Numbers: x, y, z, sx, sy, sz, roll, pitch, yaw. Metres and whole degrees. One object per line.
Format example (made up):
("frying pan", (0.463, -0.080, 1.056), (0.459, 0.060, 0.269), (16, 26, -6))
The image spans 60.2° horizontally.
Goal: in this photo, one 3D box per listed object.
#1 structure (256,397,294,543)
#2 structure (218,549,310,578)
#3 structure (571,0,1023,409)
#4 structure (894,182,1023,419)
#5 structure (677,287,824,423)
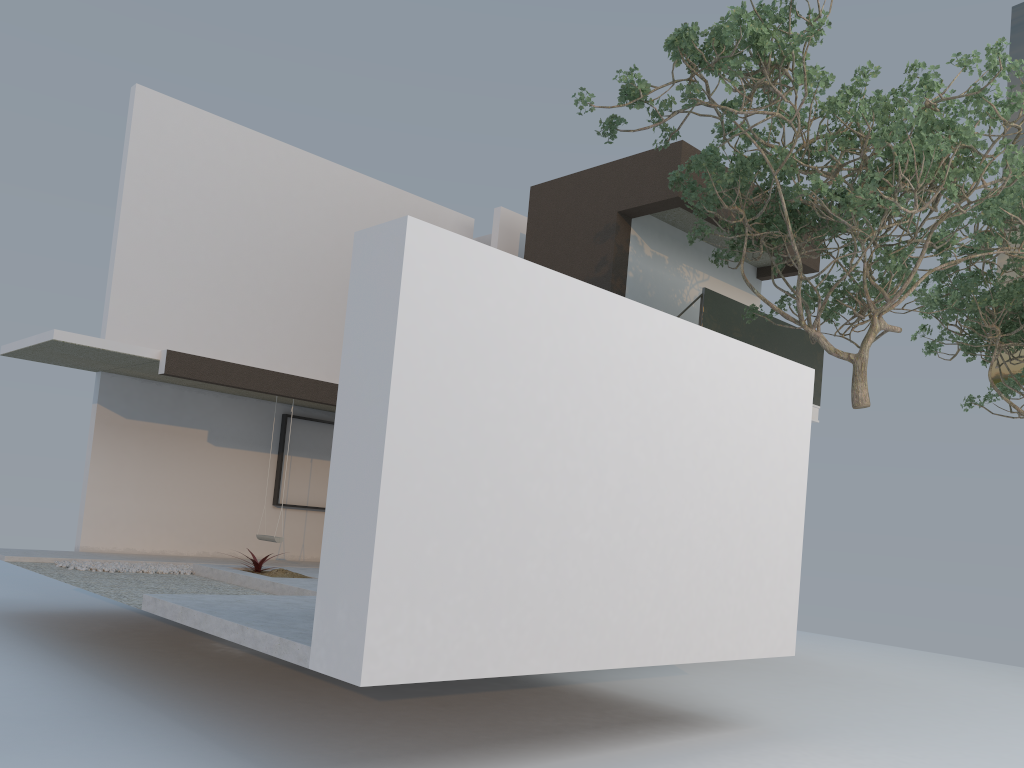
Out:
("structure", (-2.840, 0.978, 10.711), (0.130, 1.855, 0.461), (9, -5, -43))
("structure", (-2.571, 1.926, 9.339), (0.752, 0.289, 1.204), (13, -11, -42))
("structure", (3.564, -1.594, 9.150), (4.328, 3.676, 5.803), (2, -8, 27))
("structure", (8.737, -0.602, 13.227), (5.500, 4.672, 7.376), (2, -8, 27))
("structure", (1.798, 0.734, 11.429), (6.601, 3.922, 1.157), (12, -8, -43))
